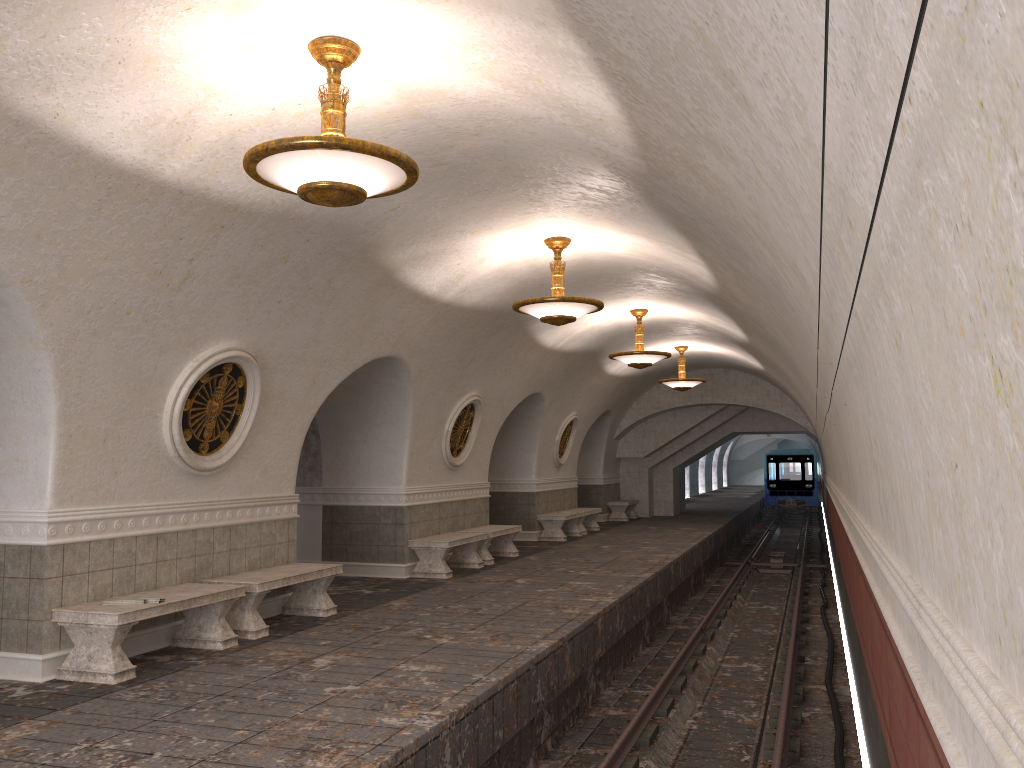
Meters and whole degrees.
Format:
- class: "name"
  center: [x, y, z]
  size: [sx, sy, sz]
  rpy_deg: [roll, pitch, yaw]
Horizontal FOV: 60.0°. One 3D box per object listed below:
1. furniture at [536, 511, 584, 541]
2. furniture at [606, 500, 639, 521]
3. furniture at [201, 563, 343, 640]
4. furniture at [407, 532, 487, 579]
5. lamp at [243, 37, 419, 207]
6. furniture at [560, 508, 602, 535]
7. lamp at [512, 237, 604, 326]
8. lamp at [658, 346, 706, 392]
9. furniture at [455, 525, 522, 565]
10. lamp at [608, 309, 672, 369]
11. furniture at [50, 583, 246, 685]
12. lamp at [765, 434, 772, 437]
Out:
- class: "furniture"
  center: [1.018, 2.941, 18.379]
  size: [0.613, 0.508, 1.509]
  rpy_deg: [-2, -5, 19]
- class: "furniture"
  center: [3.048, 3.461, 24.322]
  size: [0.613, 0.508, 1.509]
  rpy_deg: [-2, -5, 19]
- class: "furniture"
  center: [-2.300, 2.091, 8.663]
  size: [0.613, 0.508, 1.509]
  rpy_deg: [-2, -5, 19]
- class: "furniture"
  center: [-0.902, 2.449, 12.755]
  size: [0.613, 0.508, 1.509]
  rpy_deg: [-2, -5, 19]
- class: "lamp"
  center: [-1.050, -1.508, 5.213]
  size: [1.008, 0.955, 1.008]
  rpy_deg: [-1, -5, 3]
- class: "furniture"
  center: [1.560, 3.080, 19.964]
  size: [0.613, 0.508, 1.509]
  rpy_deg: [-2, -5, 19]
- class: "lamp"
  center: [0.506, -1.109, 9.768]
  size: [1.008, 0.955, 1.008]
  rpy_deg: [-4, -6, 35]
- class: "lamp"
  center: [3.616, -0.313, 18.876]
  size: [1.008, 0.955, 1.008]
  rpy_deg: [2, -6, -25]
- class: "furniture"
  center: [-0.361, 2.588, 14.341]
  size: [0.613, 0.508, 1.509]
  rpy_deg: [-2, -5, 19]
- class: "lamp"
  center: [2.061, -0.711, 14.321]
  size: [1.008, 0.955, 1.008]
  rpy_deg: [-4, -6, 35]
- class: "furniture"
  center: [-2.842, 1.952, 7.077]
  size: [0.613, 0.508, 1.509]
  rpy_deg: [-2, -5, 19]
- class: "lamp"
  center: [15.453, 2.720, 53.533]
  size: [1.008, 0.955, 1.008]
  rpy_deg: [-1, -5, 5]
